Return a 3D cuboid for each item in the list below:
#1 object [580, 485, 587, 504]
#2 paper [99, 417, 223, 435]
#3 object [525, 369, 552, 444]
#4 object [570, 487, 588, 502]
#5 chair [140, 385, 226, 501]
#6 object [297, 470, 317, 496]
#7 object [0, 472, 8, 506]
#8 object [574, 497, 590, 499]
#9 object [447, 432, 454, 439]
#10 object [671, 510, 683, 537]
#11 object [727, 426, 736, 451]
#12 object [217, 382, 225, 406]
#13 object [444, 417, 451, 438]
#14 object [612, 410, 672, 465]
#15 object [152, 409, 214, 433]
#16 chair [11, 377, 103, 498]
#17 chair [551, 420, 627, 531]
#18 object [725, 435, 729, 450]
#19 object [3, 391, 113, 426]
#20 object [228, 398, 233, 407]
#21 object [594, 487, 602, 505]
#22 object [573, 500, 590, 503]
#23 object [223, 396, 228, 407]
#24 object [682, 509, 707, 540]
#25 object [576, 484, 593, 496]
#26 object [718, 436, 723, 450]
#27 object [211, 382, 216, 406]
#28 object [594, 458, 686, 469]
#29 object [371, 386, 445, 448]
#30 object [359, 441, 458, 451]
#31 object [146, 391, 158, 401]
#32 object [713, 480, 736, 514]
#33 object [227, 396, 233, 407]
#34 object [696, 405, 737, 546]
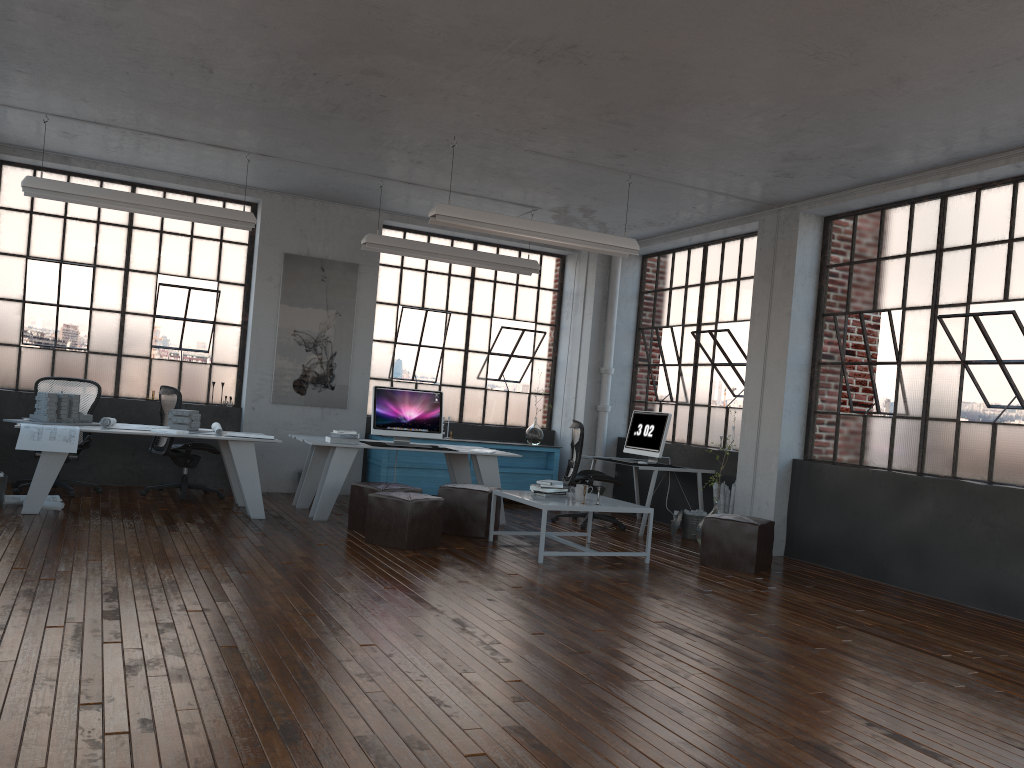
[{"bbox_3d":[0.574,0.877,7.022,0.052,0.148,0.052,5,0,16],"label":"object"},{"bbox_3d":[-3.133,0.367,8.000,1.076,0.105,0.974,5,-1,-25],"label":"paper"},{"bbox_3d":[0.374,0.284,10.889,0.232,0.940,0.433,5,0,-43],"label":"object"},{"bbox_3d":[0.548,0.896,7.196,0.129,0.109,0.100,5,-1,-16],"label":"object"},{"bbox_3d":[-3.261,0.574,8.852,0.769,1.086,0.793,5,0,34],"label":"chair"},{"bbox_3d":[-2.221,1.068,9.764,0.292,0.308,0.293,5,-1,3],"label":"object"},{"bbox_3d":[-4.284,0.839,7.231,0.290,0.294,0.291,5,-1,16],"label":"object"},{"bbox_3d":[0.587,0.960,7.467,0.137,0.003,0.137,5,-1,-4],"label":"object"},{"bbox_3d":[-0.720,0.606,10.481,0.088,0.085,0.088,5,-1,-20],"label":"object"},{"bbox_3d":[1.645,1.395,8.899,0.107,0.281,0.293,5,-1,0],"label":"object"},{"bbox_3d":[2.269,0.562,9.119,0.084,0.256,0.084,5,0,-2],"label":"object"},{"bbox_3d":[-3.169,0.113,9.684,0.085,0.260,0.085,5,0,29],"label":"object"},{"bbox_3d":[-0.766,0.520,10.639,0.084,0.256,0.084,5,0,42],"label":"object"},{"bbox_3d":[1.371,0.562,9.446,0.377,0.553,0.713,5,-1,-23],"label":"object"},{"bbox_3d":[-2.953,0.329,8.009,0.416,0.183,0.389,5,-1,5],"label":"object"},{"bbox_3d":[-4.219,0.480,8.328,0.771,1.086,0.791,5,0,-31],"label":"chair"},{"bbox_3d":[0.845,0.934,9.281,0.793,1.086,0.770,5,0,-21],"label":"chair"},{"bbox_3d":[2.230,0.612,9.200,0.066,0.160,0.066,5,0,6],"label":"object"},{"bbox_3d":[-3.826,0.186,7.527,0.433,0.305,0.736,5,-1,20],"label":"object"},{"bbox_3d":[-3.100,0.200,9.766,0.058,0.102,0.032,5,0,10],"label":"object"},{"bbox_3d":[0.687,0.885,7.040,0.055,0.153,0.055,5,0,42],"label":"object"},{"bbox_3d":[0.564,0.952,7.203,0.137,0.003,0.137,5,-1,-4],"label":"object"},{"bbox_3d":[-3.142,0.188,9.728,0.058,0.117,0.032,5,0,26],"label":"object"},{"bbox_3d":[1.843,1.401,8.900,0.290,0.294,0.291,5,-1,23],"label":"object"},{"bbox_3d":[0.602,0.907,7.472,0.129,0.109,0.100,5,-1,-16],"label":"object"},{"bbox_3d":[2.175,0.611,9.226,0.055,0.153,0.055,5,0,24],"label":"object"},{"bbox_3d":[-3.260,0.105,9.659,0.085,0.260,0.085,5,0,29],"label":"object"},{"bbox_3d":[1.344,0.844,9.447,0.688,0.008,0.847,5,-1,-23],"label":"object"},{"bbox_3d":[-0.994,0.321,8.612,0.715,0.553,0.377,5,0,-23],"label":"object"},{"bbox_3d":[-1.018,0.603,8.610,0.849,0.008,0.687,5,-1,-24],"label":"object"},{"bbox_3d":[-3.802,0.121,9.395,0.124,0.100,0.124,5,-1,-2],"label":"object"},{"bbox_3d":[2.128,1.260,8.805,0.293,0.627,0.274,5,0,17],"label":"object"},{"bbox_3d":[-3.081,0.192,9.694,0.058,0.117,0.032,5,0,-11],"label":"object"},{"bbox_3d":[1.855,0.845,7.919,0.330,1.340,0.619,5,0,12],"label":"object"}]
